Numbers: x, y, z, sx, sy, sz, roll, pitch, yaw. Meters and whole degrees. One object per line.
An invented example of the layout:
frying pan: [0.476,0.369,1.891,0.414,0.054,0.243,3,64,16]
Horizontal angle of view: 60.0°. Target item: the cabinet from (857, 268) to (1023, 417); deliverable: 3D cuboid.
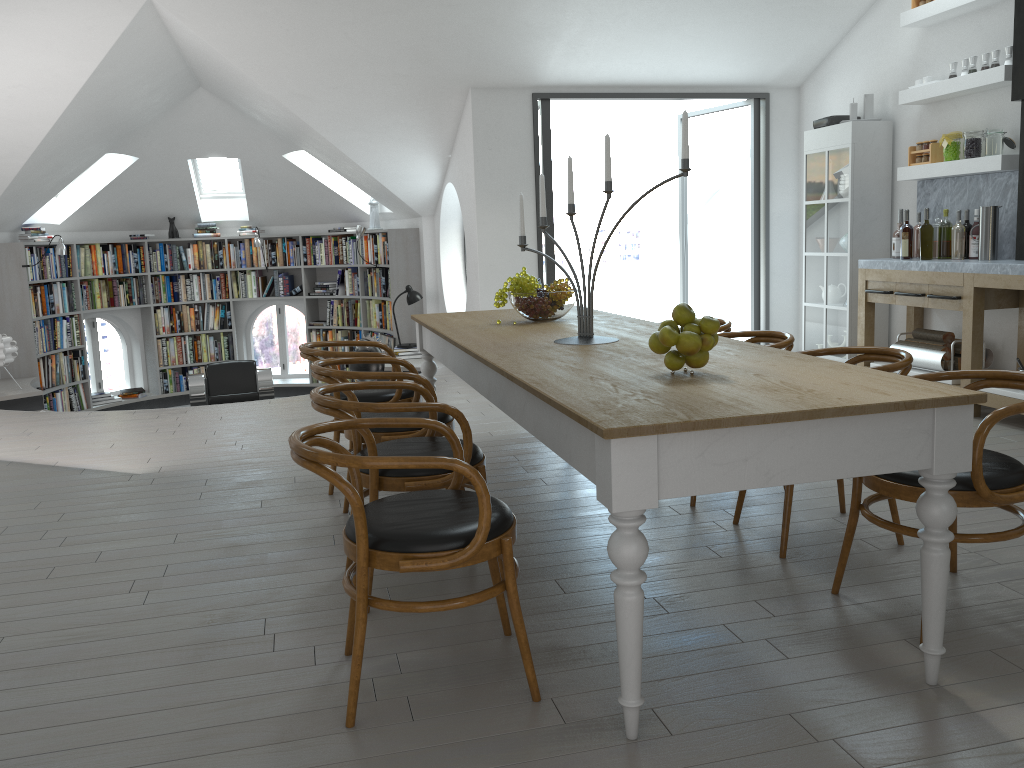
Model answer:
cabinet: [3.776,0.105,3.591,1.004,1.017,6.453,-4,10,-13]

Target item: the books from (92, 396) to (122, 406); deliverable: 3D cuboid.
books: [-4.866,0.193,10.464,0.388,0.042,0.366,6,13,42]

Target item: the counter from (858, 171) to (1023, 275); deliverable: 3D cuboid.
counter: [3.784,-0.693,3.414,0.962,0.617,6.601,-4,10,-13]

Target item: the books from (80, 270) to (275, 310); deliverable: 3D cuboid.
books: [-4.112,-1.157,10.799,2.533,0.369,0.592,-8,11,-32]

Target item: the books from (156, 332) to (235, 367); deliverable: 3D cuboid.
books: [-3.965,-0.450,11.131,1.033,0.356,0.293,-7,10,-28]

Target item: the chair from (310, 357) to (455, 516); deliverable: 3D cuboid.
chair: [-0.545,0.250,3.890,0.621,0.732,0.529,-4,9,-13]

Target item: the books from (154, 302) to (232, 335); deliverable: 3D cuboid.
books: [-3.991,-0.830,11.071,0.999,0.350,0.298,-8,10,-30]

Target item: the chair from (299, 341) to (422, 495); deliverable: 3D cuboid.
chair: [-0.758,0.143,4.581,0.621,0.732,0.529,-4,9,-10]

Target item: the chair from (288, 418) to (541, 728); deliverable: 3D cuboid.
chair: [-0.280,0.477,2.473,0.621,0.732,0.529,-4,9,-11]

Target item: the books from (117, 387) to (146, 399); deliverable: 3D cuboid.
books: [-4.583,0.115,10.705,0.318,0.099,0.293,-4,10,-12]

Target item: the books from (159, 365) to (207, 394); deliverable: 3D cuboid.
books: [-3.964,-0.089,11.169,1.020,0.305,0.288,-7,10,-28]

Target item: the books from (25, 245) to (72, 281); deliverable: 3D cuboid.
books: [-5.041,-1.281,9.391,0.300,0.360,1.037,-2,9,3]

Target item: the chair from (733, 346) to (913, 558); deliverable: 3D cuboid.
chair: [1.257,0.240,3.528,0.621,0.732,0.529,-4,9,-10]

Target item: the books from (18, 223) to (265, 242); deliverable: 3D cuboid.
books: [-4.326,-1.792,10.453,2.821,0.173,0.749,-11,13,-42]

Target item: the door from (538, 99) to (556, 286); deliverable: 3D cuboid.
door: [0.201,-1.317,8.115,0.080,2.337,1.055,-4,8,-13]

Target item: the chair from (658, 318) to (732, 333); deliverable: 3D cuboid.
chair: [0.910,0.020,4.927,0.621,0.732,0.529,-4,9,-13]

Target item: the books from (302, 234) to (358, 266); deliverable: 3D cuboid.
books: [-2.164,-1.659,10.948,0.970,0.366,0.307,3,10,30]

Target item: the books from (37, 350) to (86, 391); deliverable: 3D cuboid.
books: [-4.961,0.062,9.300,0.390,0.692,1.647,-3,9,-3]

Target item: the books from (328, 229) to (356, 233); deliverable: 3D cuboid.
books: [-2.027,-1.886,10.900,0.336,0.036,0.317,5,12,38]

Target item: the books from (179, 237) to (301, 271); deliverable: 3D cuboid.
books: [-3.377,-1.642,11.139,1.566,0.365,0.395,-4,9,-8]

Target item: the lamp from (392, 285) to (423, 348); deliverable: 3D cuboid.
lamp: [-1.096,-0.719,9.394,0.322,0.657,0.234,-2,8,2]

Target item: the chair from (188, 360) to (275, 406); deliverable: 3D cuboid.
chair: [-2.943,0.146,9.334,0.824,0.716,0.744,-5,9,-19]

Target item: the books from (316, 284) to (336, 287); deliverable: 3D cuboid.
books: [-2.301,-1.238,11.149,0.227,0.036,0.214,5,12,36]

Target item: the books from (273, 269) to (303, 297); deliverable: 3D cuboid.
books: [-2.782,-1.283,11.220,0.399,0.339,0.225,-1,8,6]

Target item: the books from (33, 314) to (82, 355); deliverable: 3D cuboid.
books: [-4.983,-0.527,9.486,0.260,0.357,1.024,-2,9,4]

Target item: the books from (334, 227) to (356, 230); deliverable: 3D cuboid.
books: [-2.028,-1.913,10.896,0.234,0.027,0.248,-10,12,-40]

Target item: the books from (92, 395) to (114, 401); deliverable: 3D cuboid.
books: [-4.867,0.159,10.459,0.270,0.031,0.286,-9,12,-36]

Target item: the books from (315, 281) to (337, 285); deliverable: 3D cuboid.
books: [-2.302,-1.269,11.144,0.270,0.031,0.286,-8,11,-33]

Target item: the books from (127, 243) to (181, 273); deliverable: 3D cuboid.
books: [-4.381,-1.530,10.772,0.684,0.345,0.265,-9,11,-36]

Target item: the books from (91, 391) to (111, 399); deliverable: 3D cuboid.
books: [-4.868,0.128,10.455,0.214,0.036,0.227,-9,12,-36]

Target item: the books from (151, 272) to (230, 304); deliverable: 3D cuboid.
books: [-4.025,-1.209,11.056,1.029,0.357,0.301,-7,10,-27]

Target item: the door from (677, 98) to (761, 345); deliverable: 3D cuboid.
door: [1.975,-1.453,8.515,0.080,2.337,1.054,-6,9,-28]

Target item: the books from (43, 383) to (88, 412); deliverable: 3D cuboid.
books: [-4.986,0.199,9.649,0.282,0.318,0.922,-2,9,5]

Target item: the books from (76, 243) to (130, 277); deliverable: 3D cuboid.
books: [-4.810,-1.437,10.247,0.269,0.371,0.796,3,10,30]

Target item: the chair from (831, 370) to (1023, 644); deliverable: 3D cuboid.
chair: [1.420,0.351,2.829,0.622,0.732,0.529,-5,9,-17]

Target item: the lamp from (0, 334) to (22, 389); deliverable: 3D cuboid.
lamp: [-4.699,-0.194,8.141,0.306,0.523,0.306,-6,9,-25]

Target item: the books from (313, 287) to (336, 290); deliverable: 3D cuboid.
books: [-2.299,-1.207,11.153,0.286,0.031,0.270,5,12,36]

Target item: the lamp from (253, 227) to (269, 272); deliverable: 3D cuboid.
lamp: [-3.103,-1.653,10.928,0.113,0.564,0.359,-3,8,-7]

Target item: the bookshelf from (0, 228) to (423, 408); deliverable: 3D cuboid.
bookshelf: [-3.344,-0.792,10.440,4.335,1.873,2.116,-4,9,-13]

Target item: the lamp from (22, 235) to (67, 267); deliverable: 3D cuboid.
lamp: [-4.742,-1.350,8.986,0.414,0.311,0.117,-5,8,-16]

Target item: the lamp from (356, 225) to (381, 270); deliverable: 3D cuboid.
lamp: [-1.635,-1.558,10.134,0.275,0.523,0.112,-6,9,-23]

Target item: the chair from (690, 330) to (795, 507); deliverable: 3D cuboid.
chair: [1.024,0.135,4.215,0.622,0.732,0.529,-5,9,-17]

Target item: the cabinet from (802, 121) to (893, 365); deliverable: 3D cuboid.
cabinet: [2.684,-1.058,7.147,0.361,1.982,0.644,-4,8,-14]

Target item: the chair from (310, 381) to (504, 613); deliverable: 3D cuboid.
chair: [-0.386,0.362,3.186,0.622,0.732,0.529,-5,9,-18]

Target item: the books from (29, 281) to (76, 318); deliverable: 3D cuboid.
books: [-5.039,-0.902,9.462,0.303,0.346,1.093,-2,9,2]
